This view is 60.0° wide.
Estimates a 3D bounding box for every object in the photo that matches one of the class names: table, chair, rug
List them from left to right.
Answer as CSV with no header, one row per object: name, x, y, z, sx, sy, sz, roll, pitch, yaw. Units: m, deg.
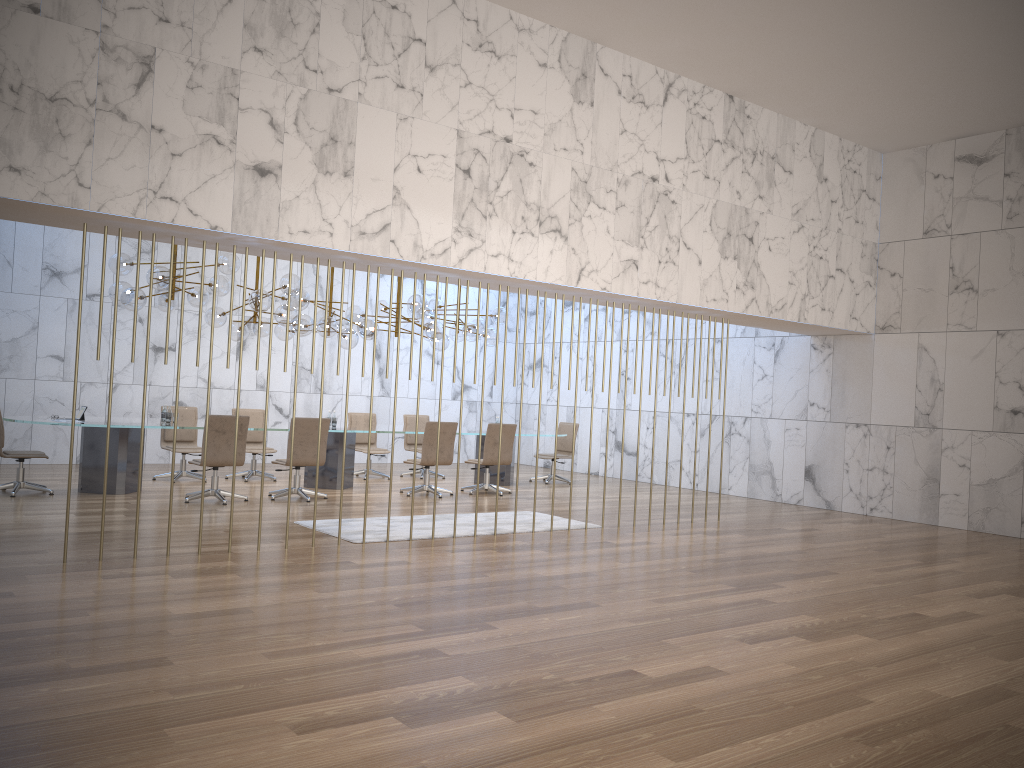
chair,-5.519,0.725,9.922,0.697,1.000,0.726,4,-1,-37
chair,-4.483,0.815,12.104,0.726,1.000,0.697,4,-1,-38
chair,-3.369,0.842,10.141,0.726,1.000,0.697,4,-1,-37
chair,-3.698,0.866,12.703,0.726,1.000,0.697,4,-1,-38
chair,-2.575,0.894,10.746,0.726,1.000,0.697,4,-1,-37
table,-2.510,0.998,12.210,7.924,0.835,2.092,4,-1,-37
chair,-2.232,0.962,13.821,0.726,1.000,0.697,4,-1,-38
chair,-1.438,1.013,14.427,0.726,1.000,0.697,4,-1,-38
chair,-1.106,0.990,11.867,0.726,1.000,0.697,4,-1,-37
rug,-0.588,1.460,9.244,3.025,0.034,1.320,4,-1,-38
chair,-0.318,1.041,12.468,0.726,1.000,0.697,4,-1,-37
chair,0.714,1.131,14.668,0.697,1.000,0.726,4,-1,-37

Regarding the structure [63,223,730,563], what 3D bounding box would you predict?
structure,-0.292,0.248,8.573,7.223,2.456,0.023,4,-1,-37

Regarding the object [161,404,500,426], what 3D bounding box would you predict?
object,-2.236,0.491,12.425,5.189,0.213,0.124,4,-1,-37

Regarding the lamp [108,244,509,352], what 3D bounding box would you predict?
lamp,-2.457,-1.816,12.185,5.672,2.716,1.557,4,-1,-37

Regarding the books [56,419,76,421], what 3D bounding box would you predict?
books,-4.984,0.402,9.928,0.205,0.012,0.126,4,-1,-40

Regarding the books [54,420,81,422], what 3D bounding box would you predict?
books,-4.941,0.408,9.848,0.239,0.012,0.205,2,-1,40

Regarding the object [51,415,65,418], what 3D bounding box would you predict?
object,-5.338,0.383,10.427,0.134,0.037,0.096,2,-1,31

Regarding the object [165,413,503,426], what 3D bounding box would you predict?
object,-2.219,0.539,12.377,5.112,0.117,0.183,4,-1,-37

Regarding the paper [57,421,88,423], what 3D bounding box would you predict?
paper,-4.854,0.415,9.763,0.290,0.001,0.210,4,-1,-44

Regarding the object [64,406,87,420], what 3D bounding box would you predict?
object,-5.072,0.334,10.301,0.205,0.159,0.255,4,-1,-37
